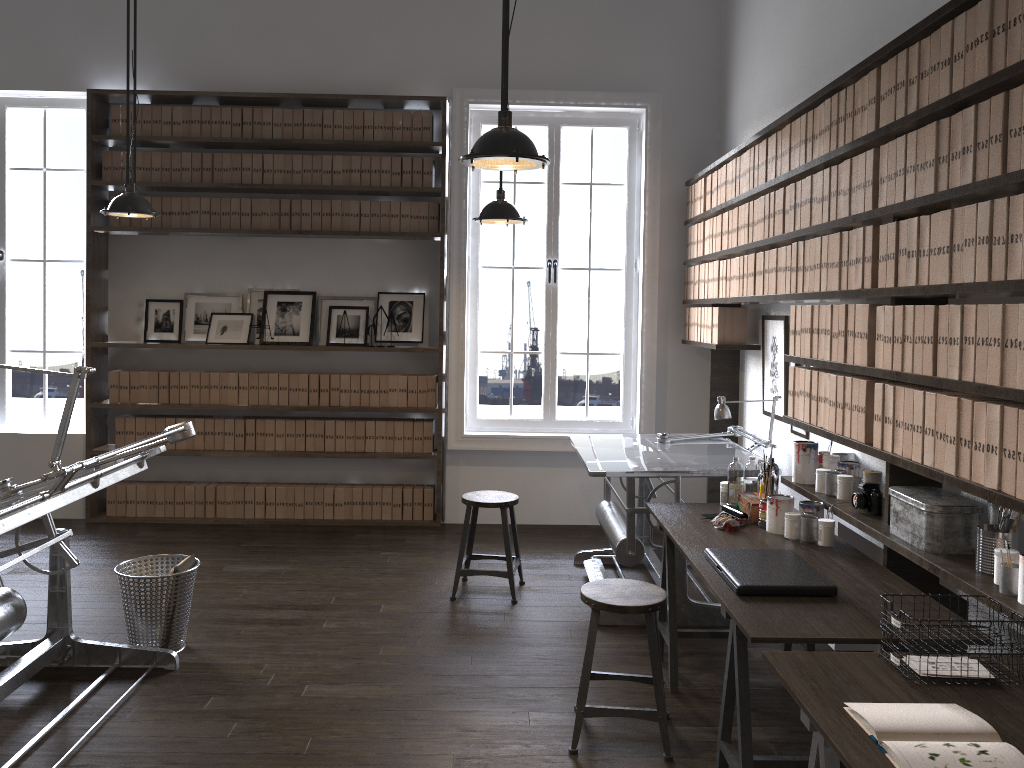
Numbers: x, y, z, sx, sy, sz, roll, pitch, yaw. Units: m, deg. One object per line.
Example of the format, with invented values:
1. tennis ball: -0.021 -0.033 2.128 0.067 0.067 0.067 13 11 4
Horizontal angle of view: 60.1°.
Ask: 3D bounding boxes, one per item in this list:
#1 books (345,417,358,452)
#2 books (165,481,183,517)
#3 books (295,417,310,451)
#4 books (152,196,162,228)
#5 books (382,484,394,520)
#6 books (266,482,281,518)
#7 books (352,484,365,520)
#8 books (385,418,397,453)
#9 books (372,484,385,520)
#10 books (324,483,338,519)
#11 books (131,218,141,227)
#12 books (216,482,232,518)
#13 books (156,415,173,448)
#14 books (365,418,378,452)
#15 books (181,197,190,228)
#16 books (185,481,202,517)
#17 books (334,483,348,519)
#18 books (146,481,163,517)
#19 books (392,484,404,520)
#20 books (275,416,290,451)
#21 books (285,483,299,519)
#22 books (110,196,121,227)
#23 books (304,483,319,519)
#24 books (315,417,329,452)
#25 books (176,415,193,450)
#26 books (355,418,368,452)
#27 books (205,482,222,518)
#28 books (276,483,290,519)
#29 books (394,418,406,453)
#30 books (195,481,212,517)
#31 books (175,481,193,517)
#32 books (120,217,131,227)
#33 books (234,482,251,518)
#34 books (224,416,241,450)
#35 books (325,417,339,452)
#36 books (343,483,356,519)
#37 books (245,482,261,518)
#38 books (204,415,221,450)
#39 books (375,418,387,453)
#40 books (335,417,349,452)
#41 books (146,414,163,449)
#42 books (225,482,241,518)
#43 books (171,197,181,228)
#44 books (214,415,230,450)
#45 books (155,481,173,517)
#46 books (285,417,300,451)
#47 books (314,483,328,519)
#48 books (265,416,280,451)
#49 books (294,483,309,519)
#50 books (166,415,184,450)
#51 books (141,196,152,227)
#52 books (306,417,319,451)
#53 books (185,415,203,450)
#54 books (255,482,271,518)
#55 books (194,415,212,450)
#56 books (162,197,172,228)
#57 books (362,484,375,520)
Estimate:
1. books: -1.147 0.362 6.355 0.067 0.225 0.175 1 3 -1
2. books: -2.422 0.824 6.344 0.067 0.225 0.175 1 3 -1
3. books: -1.500 0.357 6.346 0.067 0.225 0.175 1 3 -1
4. books: -2.489 -1.206 6.283 0.067 0.225 0.175 1 3 -1
5. books: -0.889 0.848 6.368 0.067 0.225 0.175 1 3 -1
6. books: -1.712 0.835 6.353 0.067 0.225 0.175 1 3 -1
7. books: -1.098 0.845 6.363 0.067 0.225 0.175 1 3 -1
8. books: -0.872 0.366 6.357 0.067 0.225 0.175 1 3 -1
9. books: -0.960 0.846 6.371 0.067 0.225 0.175 1 3 -1
10. books: -1.301 0.841 6.360 0.067 0.225 0.175 1 3 -1
11. books: -2.631 -1.208 6.281 0.067 0.225 0.175 1 3 -1
12. books: -2.060 0.829 6.351 0.067 0.225 0.175 1 3 -1
13. books: -2.479 0.342 6.328 0.067 0.225 0.175 1 3 -1
14. books: -1.007 0.365 6.351 0.067 0.225 0.175 1 3 -1
15. books: -2.284 -1.203 6.286 0.067 0.225 0.175 1 3 -1
16. books: -2.281 0.826 6.343 0.067 0.225 0.175 1 3 -1
17. books: -1.228 0.842 6.363 0.067 0.225 0.175 1 3 -1
18. books: -2.556 0.821 6.340 0.067 0.225 0.175 1 3 -1
19. books: -0.818 0.848 6.374 0.067 0.225 0.175 1 3 -1
20. books: -1.639 0.355 6.342 0.067 0.225 0.175 1 3 -1
21. books: -1.577 0.837 6.359 0.067 0.225 0.175 1 3 -1
22. books: -2.780 -1.211 6.278 0.067 0.225 0.175 1 3 -1
23. books: -1.441 0.839 6.363 0.067 0.225 0.175 1 3 -1
24. books: -1.362 0.359 6.343 0.067 0.225 0.175 1 3 -1
25. books: -2.336 0.344 6.329 0.067 0.225 0.175 1 3 -1
26. books: -1.078 0.363 6.354 0.067 0.225 0.175 1 3 -1
27. books: -2.134 0.828 6.345 0.067 0.225 0.175 1 3 -1
28. books: -1.640 0.836 6.356 0.067 0.225 0.175 1 3 -1
29. books: -0.805 0.368 6.354 0.067 0.225 0.175 1 3 -1
30. books: -2.210 0.827 6.349 0.067 0.225 0.175 1 3 -1
31. books: -2.351 0.825 6.346 0.067 0.225 0.175 1 3 -1
32. books: -2.706 -1.209 6.274 0.067 0.225 0.175 1 3 -1
33. books: -1.932 0.832 6.347 0.067 0.225 0.175 1 3 -1
34. books: -1.997 0.349 6.334 0.067 0.225 0.175 1 3 -1
35. books: -1.289 0.360 6.345 0.067 0.225 0.175 1 3 -1
36. books: -1.165 0.843 6.366 0.067 0.225 0.175 1 3 -1
37. books: -1.859 0.833 6.348 0.067 0.225 0.175 1 3 -1
38. books: -2.139 0.347 6.335 0.067 0.225 0.175 1 3 -1
39. books: -0.935 0.366 6.355 0.067 0.225 0.175 1 3 -1
40. books: -1.217 0.361 6.349 0.067 0.225 0.175 1 3 -1
41. books: -2.549 0.340 6.329 0.067 0.225 0.175 1 3 -1
42. books: -1.995 0.830 6.350 0.067 0.225 0.175 1 3 -1
43. books: -2.351 -1.203 6.280 0.067 0.225 0.175 1 3 -1
44. books: -2.068 0.348 6.337 0.067 0.225 0.175 1 3 -1
45. books: -2.490 0.823 6.337 0.067 0.225 0.175 1 3 -1
46. books: -1.570 0.356 6.347 0.067 0.225 0.175 1 3 -1
47. books: -1.371 0.840 6.363 0.067 0.225 0.175 1 3 -1
48. books: -1.712 0.354 6.337 0.067 0.225 0.175 1 3 -1
49. books: -1.510 0.838 6.355 0.067 0.225 0.175 1 3 -1
50. books: -2.409 0.343 6.325 0.067 0.225 0.175 1 3 -1
51. books: -2.560 -1.207 6.278 0.067 0.225 0.175 1 3 -1
52. books: -1.425 0.358 6.347 0.067 0.225 0.175 1 3 -1
53. books: -2.273 0.345 6.331 0.067 0.225 0.175 1 3 -1
54. books: -1.787 0.834 6.353 0.067 0.225 0.175 1 3 -1
55. books: -2.206 0.346 6.328 0.067 0.225 0.175 1 3 -1
56. books: -2.418 -1.205 6.284 0.067 0.225 0.175 1 3 -1
57. books: -1.031 0.845 6.370 0.067 0.225 0.175 1 3 -1
